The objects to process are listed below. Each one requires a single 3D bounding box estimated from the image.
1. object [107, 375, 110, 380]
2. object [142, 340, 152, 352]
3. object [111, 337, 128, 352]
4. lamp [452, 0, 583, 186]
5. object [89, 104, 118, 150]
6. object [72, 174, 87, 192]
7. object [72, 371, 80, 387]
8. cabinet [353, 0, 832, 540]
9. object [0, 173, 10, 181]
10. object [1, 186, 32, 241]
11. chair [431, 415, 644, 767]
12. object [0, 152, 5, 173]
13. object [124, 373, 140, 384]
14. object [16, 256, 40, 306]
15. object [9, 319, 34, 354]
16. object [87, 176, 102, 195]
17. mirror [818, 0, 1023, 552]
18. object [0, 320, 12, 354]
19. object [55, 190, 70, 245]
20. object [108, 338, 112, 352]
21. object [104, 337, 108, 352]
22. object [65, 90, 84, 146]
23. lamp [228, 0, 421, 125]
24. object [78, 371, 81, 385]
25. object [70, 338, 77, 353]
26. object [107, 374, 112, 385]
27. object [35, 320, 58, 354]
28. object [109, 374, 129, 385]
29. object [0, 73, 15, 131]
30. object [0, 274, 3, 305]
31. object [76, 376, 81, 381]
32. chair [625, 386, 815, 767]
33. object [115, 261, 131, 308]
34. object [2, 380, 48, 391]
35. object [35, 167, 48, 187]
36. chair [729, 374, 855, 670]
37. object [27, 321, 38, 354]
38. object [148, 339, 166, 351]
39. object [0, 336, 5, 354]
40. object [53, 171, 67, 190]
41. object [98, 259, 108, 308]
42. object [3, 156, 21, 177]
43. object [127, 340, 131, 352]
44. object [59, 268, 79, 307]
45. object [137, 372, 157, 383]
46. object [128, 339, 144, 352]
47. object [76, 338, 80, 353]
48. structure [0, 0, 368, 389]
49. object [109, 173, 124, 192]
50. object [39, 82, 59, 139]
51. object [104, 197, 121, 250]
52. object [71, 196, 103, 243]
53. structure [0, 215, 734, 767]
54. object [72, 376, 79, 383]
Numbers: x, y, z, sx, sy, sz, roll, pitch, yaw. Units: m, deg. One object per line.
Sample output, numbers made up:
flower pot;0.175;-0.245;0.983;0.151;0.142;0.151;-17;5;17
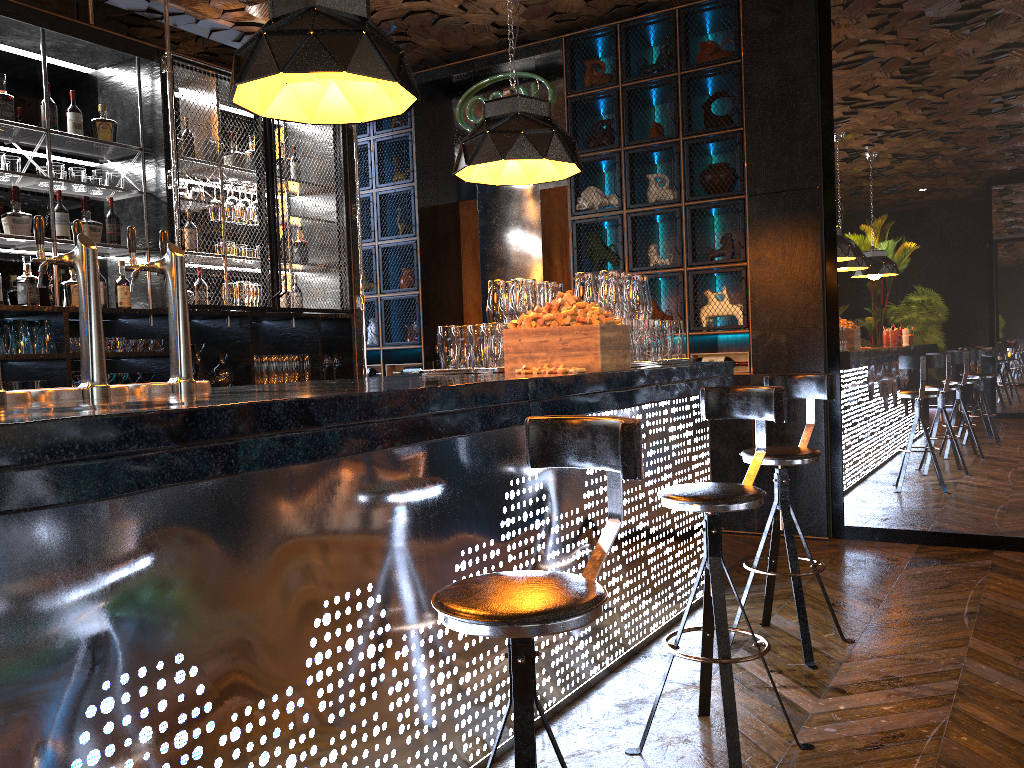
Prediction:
object;-2.255;0.025;4.854;0.106;0.148;0.106;-4;2;-40
object;-2.132;-0.221;5.168;0.098;0.070;0.088;-3;2;-31
object;-2.181;-0.217;4.926;0.084;0.082;0.084;-2;2;14
lamp;-0.002;-1.752;4.064;0.607;1.564;0.582;-1;2;32
object;-2.340;-1.472;5.081;0.151;0.248;0.094;-3;2;-30
object;-2.462;-1.145;5.041;0.089;0.092;0.089;-2;2;17
object;-2.318;0.022;4.665;0.089;0.174;0.089;-2;2;-8
cabinet;0.176;-0.754;6.877;4.416;3.514;0.691;-1;2;32
object;-2.696;-1.124;4.681;0.089;0.092;0.089;-2;2;6
object;-2.589;-0.892;4.633;0.123;0.279;0.123;-4;3;-45
chair;0.044;0.629;1.668;0.476;1.108;0.419;-4;3;-43
object;-2.612;-1.121;4.486;0.089;0.092;0.089;-2;2;-5
object;-2.190;0.011;5.145;0.107;0.152;0.107;-4;3;-44
object;-2.562;-0.533;4.692;0.083;0.282;0.083;-2;2;17
object;-2.443;-0.235;4.408;0.101;0.172;0.115;-2;2;16
object;-2.415;-1.150;5.141;0.089;0.092;0.089;-3;2;-19
mirror;2.470;-0.807;5.244;1.194;3.551;0.026;-1;2;32
object;-2.554;-0.232;4.471;0.101;0.172;0.115;-3;2;-29
object;-2.475;-0.914;4.860;0.086;0.298;0.086;-3;2;-10
object;-2.274;-0.214;4.962;0.084;0.082;0.084;-1;2;38
object;-2.243;-0.211;4.824;0.084;0.082;0.084;-4;3;-41
object;-2.451;-1.490;4.961;0.086;0.298;0.086;-3;2;-10
lamp;-0.627;-1.687;2.813;0.607;1.564;0.582;-1;2;32
object;-2.313;0.017;4.788;0.089;0.174;0.089;-2;2;-8
object;-2.340;-0.202;4.674;0.084;0.082;0.084;-1;2;24
object;-2.295;0.021;5.016;0.106;0.148;0.106;-3;2;-30
object;-2.380;-0.241;4.525;0.101;0.172;0.115;-3;2;-29
object;-2.195;0.020;4.955;0.106;0.148;0.106;-1;3;41
object;-2.639;-1.463;4.595;0.083;0.282;0.083;-1;2;32
object;-2.664;-0.532;4.540;0.086;0.298;0.086;-3;2;-10
object;-2.353;0.027;4.917;0.106;0.148;0.106;-3;2;-26
chair;0.637;0.571;2.730;0.476;1.108;0.419;-4;3;-43
object;-2.270;-0.567;5.169;0.080;0.299;0.080;-1;2;34
object;-2.558;0.055;4.513;0.206;0.134;0.356;-1;2;39
object;-2.560;-1.135;4.862;0.089;0.092;0.089;-3;2;-14
chair;1.128;0.521;3.658;0.419;1.108;0.476;-1;3;41
object;-2.477;-0.239;4.592;0.101;0.172;0.115;-2;2;16
object;-2.047;-0.223;5.118;0.098;0.070;0.088;-1;3;41
object;-2.525;-0.228;4.291;0.115;0.172;0.101;-3;2;-29
object;-2.538;-1.139;4.965;0.089;0.092;0.089;-2;2;17
object;-2.357;-0.560;5.052;0.086;0.298;0.086;-3;2;-10
object;-2.590;-1.125;4.588;0.089;0.092;0.089;-3;2;-14
object;-2.225;-0.215;5.110;0.088;0.070;0.098;-4;2;-35
object;-2.425;-0.528;4.914;0.094;0.248;0.151;-1;2;40
object;-2.090;0.010;5.084;0.107;0.152;0.107;-3;2;-33
object;-2.143;-0.217;5.058;0.088;0.070;0.098;-3;2;-23
object;-2.295;-0.206;4.742;0.084;0.082;0.084;-1;2;32
structure;-2.962;-0.545;3.687;1.143;3.553;6.750;-1;2;32
object;-2.264;-1.154;5.075;0.089;0.092;0.089;-2;2;17
object;-2.513;-1.483;4.806;0.086;0.299;0.086;-3;2;-10
object;-2.310;-0.930;5.122;0.086;0.299;0.086;-3;2;-10
object;-2.383;-0.911;4.969;0.123;0.279;0.123;-2;2;21
structure;-0.971;0.362;2.169;1.214;1.685;6.009;-1;2;32
object;-2.454;0.029;4.977;0.106;0.148;0.106;-4;2;-40
